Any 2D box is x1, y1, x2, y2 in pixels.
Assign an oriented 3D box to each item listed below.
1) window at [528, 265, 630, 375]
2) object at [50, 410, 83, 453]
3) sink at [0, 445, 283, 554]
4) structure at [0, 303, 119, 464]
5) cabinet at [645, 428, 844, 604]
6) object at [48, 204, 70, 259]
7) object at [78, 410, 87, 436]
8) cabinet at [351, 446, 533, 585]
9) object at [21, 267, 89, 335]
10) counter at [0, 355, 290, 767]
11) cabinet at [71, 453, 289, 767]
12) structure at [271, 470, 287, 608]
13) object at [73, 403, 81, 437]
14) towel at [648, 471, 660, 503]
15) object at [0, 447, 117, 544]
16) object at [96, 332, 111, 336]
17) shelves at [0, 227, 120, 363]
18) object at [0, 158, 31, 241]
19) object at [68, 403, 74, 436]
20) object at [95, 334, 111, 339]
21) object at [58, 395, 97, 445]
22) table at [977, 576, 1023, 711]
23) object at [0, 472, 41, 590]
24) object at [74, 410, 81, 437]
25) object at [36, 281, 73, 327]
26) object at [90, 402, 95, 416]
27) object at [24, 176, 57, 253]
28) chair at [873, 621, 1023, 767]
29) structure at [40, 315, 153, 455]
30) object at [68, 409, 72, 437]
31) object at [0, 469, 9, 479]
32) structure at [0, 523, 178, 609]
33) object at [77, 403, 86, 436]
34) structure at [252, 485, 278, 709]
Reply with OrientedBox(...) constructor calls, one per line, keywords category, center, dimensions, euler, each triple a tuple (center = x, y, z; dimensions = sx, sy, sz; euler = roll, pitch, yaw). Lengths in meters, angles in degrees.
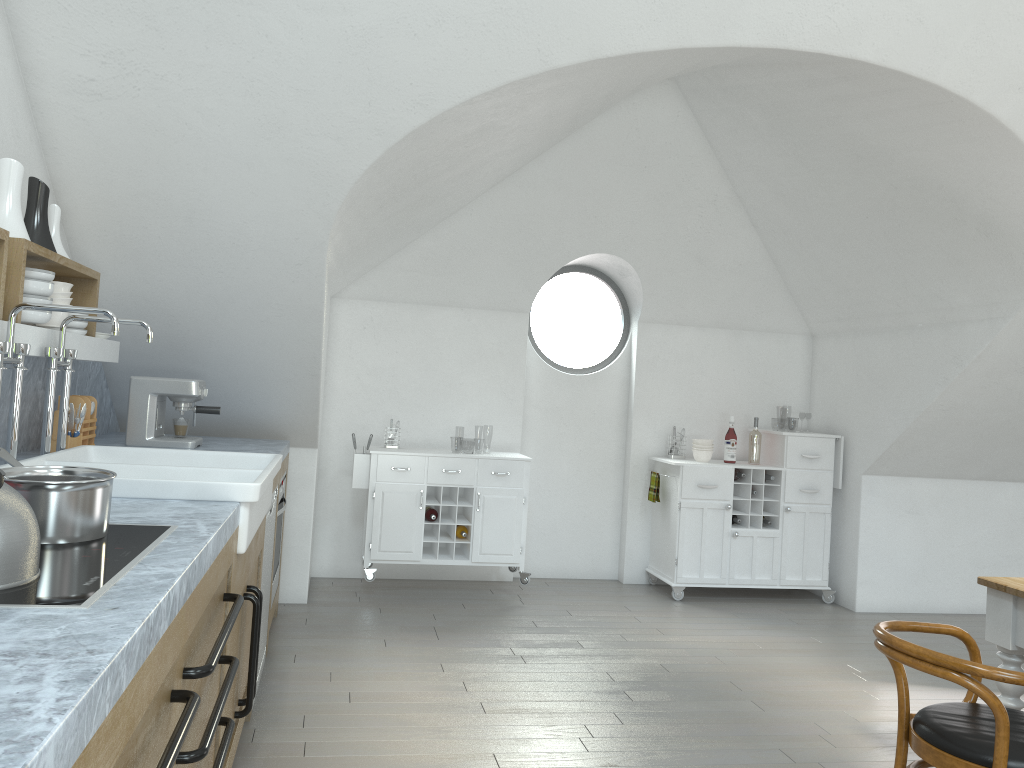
OrientedBox(category="window", center=(0.475, -0.469, 6.522), dimensions=(0.899, 0.901, 0.060), euler=(4, -2, -11))
OrientedBox(category="object", center=(-1.743, 0.185, 3.441), dimensions=(0.100, 0.171, 0.173), euler=(4, -1, -9))
OrientedBox(category="sink", center=(-1.151, 0.350, 2.863), dimensions=(0.727, 0.202, 1.020), euler=(4, -1, -11))
OrientedBox(category="structure", center=(-1.367, 0.032, 2.617), dimensions=(0.332, 0.530, 0.214), euler=(5, -2, -30))
OrientedBox(category="cabinet", center=(1.598, 0.894, 6.225), dimensions=(1.242, 1.155, 0.609), euler=(4, -2, -11))
OrientedBox(category="object", center=(-1.731, -0.568, 3.344), dimensions=(0.156, 0.219, 0.156), euler=(5, -2, -30))
OrientedBox(category="object", center=(-1.713, 0.182, 3.509), dimensions=(0.044, 0.179, 0.019), euler=(5, -2, -26))
OrientedBox(category="cabinet", center=(-0.454, 0.827, 5.631), dimensions=(1.134, 0.790, 0.496), euler=(4, -2, -11))
OrientedBox(category="object", center=(-1.697, -0.287, 3.198), dimensions=(0.198, 0.196, 0.656), euler=(4, -1, -12))
OrientedBox(category="counter", center=(-1.095, 0.049, 1.810), dimensions=(0.961, 0.620, 6.572), euler=(4, -1, -11))
OrientedBox(category="cabinet", center=(-1.110, 0.870, 1.710), dimensions=(1.003, 1.023, 6.425), euler=(4, -1, -11))
OrientedBox(category="structure", center=(-1.483, 0.762, 4.503), dimensions=(0.630, 0.637, 0.632), euler=(4, -1, -11))
OrientedBox(category="object", center=(-1.721, 0.173, 3.495), dimensions=(0.023, 0.196, 0.018), euler=(4, -2, -16))
OrientedBox(category="towel", center=(0.989, 0.715, 6.164), dimensions=(0.049, 0.204, 0.150), euler=(4, -2, -10))
OrientedBox(category="object", center=(-0.972, 0.236, 1.861), dimensions=(0.232, 0.170, 0.394), euler=(4, -1, -31))
OrientedBox(category="object", center=(-1.828, -0.209, 3.777), dimensions=(0.213, 0.025, 0.213), euler=(4, -1, -24))
OrientedBox(category="shelves", center=(-1.164, -0.765, 1.300), dimensions=(0.479, 1.363, 5.548), euler=(4, -1, -17))
OrientedBox(category="object", center=(-1.630, -0.591, 2.868), dimensions=(0.156, 0.268, 0.156), euler=(4, -2, -22))
OrientedBox(category="object", center=(-1.729, 0.172, 3.473), dimensions=(0.019, 0.196, 0.022), euler=(5, -2, -23))
OrientedBox(category="object", center=(-1.828, -0.200, 3.777), dimensions=(0.213, 0.025, 0.213), euler=(4, -1, -24))
OrientedBox(category="object", center=(-1.795, 0.159, 3.658), dimensions=(0.104, 0.223, 0.200), euler=(4, -2, -11))
OrientedBox(category="table", center=(2.337, 1.072, 1.377), dimensions=(1.018, 0.800, 3.347), euler=(4, -1, -11))
OrientedBox(category="object", center=(-0.870, 0.172, 1.394), dimensions=(0.246, 0.268, 0.246), euler=(4, -1, -1))
OrientedBox(category="object", center=(-1.710, 0.182, 3.471), dimensions=(0.044, 0.179, 0.019), euler=(2, -3, 44))
OrientedBox(category="object", center=(-1.674, -0.288, 3.204), dimensions=(0.154, 0.160, 0.157), euler=(3, -1, 17))
OrientedBox(category="object", center=(-1.764, 0.169, 3.699), dimensions=(0.042, 0.192, 0.040), euler=(2, -3, 39))
OrientedBox(category="object", center=(-1.677, -0.592, 3.126), dimensions=(0.156, 0.268, 0.156), euler=(4, -2, -7))
OrientedBox(category="chair", center=(1.277, 1.051, 2.376), dimensions=(0.621, 0.736, 0.527), euler=(4, -2, -14))
OrientedBox(category="structure", center=(-1.461, 0.030, 3.097), dimensions=(0.332, 0.530, 0.214), euler=(5, -2, -30))
OrientedBox(category="object", center=(-1.750, 0.168, 3.490), dimensions=(0.042, 0.192, 0.040), euler=(2, -2, 27))
OrientedBox(category="object", center=(-0.987, 0.208, 1.777), dimensions=(0.235, 0.167, 0.051), euler=(4, -2, -16))
OrientedBox(category="structure", center=(-0.995, 0.318, 1.563), dimensions=(0.647, 0.041, 0.737), euler=(4, -1, -11))
OrientedBox(category="object", center=(-1.702, 0.171, 3.499), dimensions=(0.042, 0.192, 0.040), euler=(3, -2, 25))
OrientedBox(category="structure", center=(-1.347, 0.859, 3.758), dimensions=(0.598, 0.824, 0.724), euler=(4, -2, -11))
